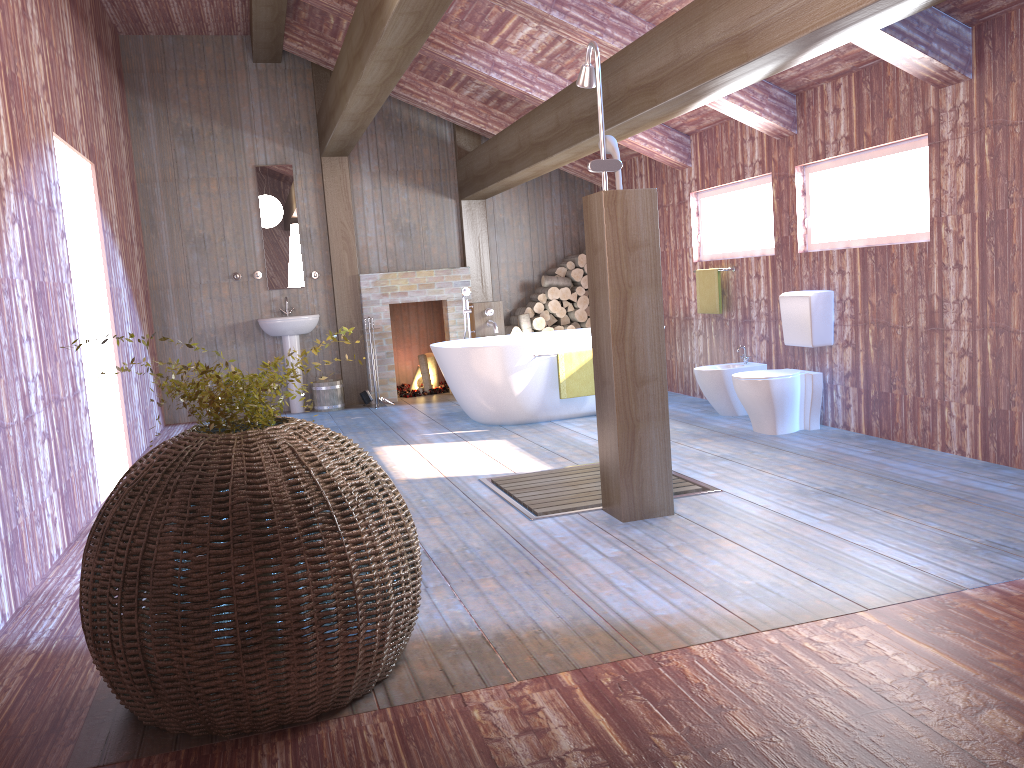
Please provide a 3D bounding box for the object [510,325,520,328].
[{"bbox_3d":[0.036,-0.575,9.295,0.099,0.093,0.280,-6,7,-15],"label":"object"}]

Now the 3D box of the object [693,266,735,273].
[{"bbox_3d":[1.614,-0.916,7.155,0.091,0.043,0.581,-6,7,-15],"label":"object"}]

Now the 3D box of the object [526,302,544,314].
[{"bbox_3d":[0.237,-0.795,9.214,0.115,0.123,0.291,-6,7,-15],"label":"object"}]

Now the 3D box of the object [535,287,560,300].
[{"bbox_3d":[0.368,-0.948,9.250,0.135,0.145,0.439,-6,7,-15],"label":"object"}]

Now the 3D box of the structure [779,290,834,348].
[{"bbox_3d":[1.957,-0.436,5.895,0.182,0.363,0.358,-6,7,-15],"label":"structure"}]

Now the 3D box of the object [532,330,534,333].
[{"bbox_3d":[0.138,-0.543,9.313,0.121,0.124,0.291,-6,7,-15],"label":"object"}]

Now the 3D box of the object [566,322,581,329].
[{"bbox_3d":[0.622,-0.607,9.456,0.116,0.118,0.289,-6,7,-18],"label":"object"}]

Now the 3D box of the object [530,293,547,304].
[{"bbox_3d":[0.278,-0.891,9.233,0.106,0.112,0.282,-6,7,-15],"label":"object"}]

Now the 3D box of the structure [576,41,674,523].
[{"bbox_3d":[0.516,-0.490,4.131,0.328,2.209,0.522,-4,7,5],"label":"structure"}]

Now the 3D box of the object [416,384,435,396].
[{"bbox_3d":[-0.922,0.063,9.498,0.085,0.084,0.278,0,8,30],"label":"object"}]

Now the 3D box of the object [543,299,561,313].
[{"bbox_3d":[0.368,-0.811,9.256,0.141,0.143,0.437,-6,7,-17],"label":"object"}]

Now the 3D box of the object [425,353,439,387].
[{"bbox_3d":[-0.883,-0.116,9.721,0.140,0.459,0.266,-4,7,2],"label":"object"}]

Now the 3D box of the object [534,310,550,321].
[{"bbox_3d":[0.295,-0.714,9.256,0.111,0.113,0.301,-6,7,-16],"label":"object"}]

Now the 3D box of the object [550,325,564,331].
[{"bbox_3d":[0.444,-0.564,9.308,0.114,0.120,0.303,-6,7,-15],"label":"object"}]

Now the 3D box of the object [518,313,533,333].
[{"bbox_3d":[0.143,-0.569,9.036,0.147,0.298,0.109,-6,7,-13],"label":"object"}]

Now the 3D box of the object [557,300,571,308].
[{"bbox_3d":[0.530,-0.840,9.302,0.088,0.092,0.280,-6,7,-15],"label":"object"}]

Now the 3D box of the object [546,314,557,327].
[{"bbox_3d":[0.371,-0.681,9.372,0.128,0.150,0.323,-6,7,-16],"label":"object"}]

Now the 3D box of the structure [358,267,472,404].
[{"bbox_3d":[-0.951,-0.496,9.085,1.130,1.330,0.226,-6,7,-16],"label":"structure"}]

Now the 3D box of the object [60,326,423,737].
[{"bbox_3d":[-0.772,0.355,2.627,0.972,1.073,0.970,-9,8,-35],"label":"object"}]

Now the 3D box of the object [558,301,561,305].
[{"bbox_3d":[0.461,-0.840,9.267,0.057,0.061,0.156,-6,7,-16],"label":"object"}]

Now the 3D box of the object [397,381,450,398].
[{"bbox_3d":[-0.991,0.047,9.800,0.829,0.085,0.935,-9,8,-33],"label":"object"}]

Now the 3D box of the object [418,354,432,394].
[{"bbox_3d":[-0.924,-0.099,9.472,0.098,0.434,0.283,-6,7,-17],"label":"object"}]

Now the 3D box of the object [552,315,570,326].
[{"bbox_3d":[0.514,-0.682,9.417,0.104,0.127,0.321,-6,7,-15],"label":"object"}]

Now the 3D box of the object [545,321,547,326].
[{"bbox_3d":[0.307,-0.634,9.267,0.064,0.068,0.174,-6,7,-16],"label":"object"}]

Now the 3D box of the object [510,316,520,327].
[{"bbox_3d":[0.069,-0.661,9.299,0.108,0.113,0.302,-6,7,-15],"label":"object"}]

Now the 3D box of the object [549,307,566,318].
[{"bbox_3d":[0.467,-0.757,9.288,0.115,0.123,0.291,-6,7,-15],"label":"object"}]

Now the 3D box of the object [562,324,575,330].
[{"bbox_3d":[0.544,-0.577,9.331,0.098,0.100,0.437,-6,7,-17],"label":"object"}]

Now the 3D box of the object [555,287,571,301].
[{"bbox_3d":[0.479,-0.946,9.283,0.138,0.147,0.440,-6,7,-15],"label":"object"}]

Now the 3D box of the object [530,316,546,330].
[{"bbox_3d":[0.217,-0.639,9.230,0.138,0.147,0.440,-6,7,-15],"label":"object"}]

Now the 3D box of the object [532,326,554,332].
[{"bbox_3d":[0.305,-0.542,9.281,0.139,0.148,0.458,-6,7,-15],"label":"object"}]

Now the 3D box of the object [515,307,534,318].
[{"bbox_3d":[0.128,-0.743,9.237,0.114,0.113,0.301,-6,7,-18],"label":"object"}]

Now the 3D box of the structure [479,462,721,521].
[{"bbox_3d":[0.427,0.567,4.771,1.000,0.067,1.000,-6,7,-16],"label":"structure"}]

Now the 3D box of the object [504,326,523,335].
[{"bbox_3d":[-0.024,-0.533,9.180,0.139,0.137,0.455,-6,7,-17],"label":"object"}]

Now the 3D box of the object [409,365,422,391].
[{"bbox_3d":[-1.019,-0.052,9.622,0.221,0.306,0.121,-3,7,11],"label":"object"}]
